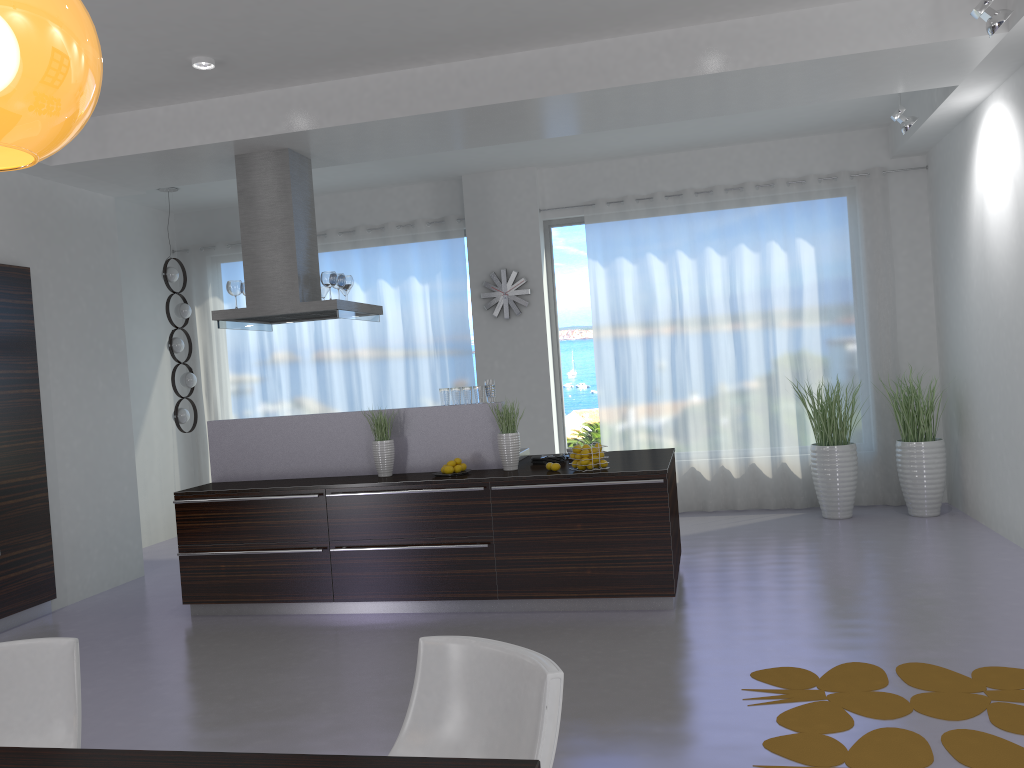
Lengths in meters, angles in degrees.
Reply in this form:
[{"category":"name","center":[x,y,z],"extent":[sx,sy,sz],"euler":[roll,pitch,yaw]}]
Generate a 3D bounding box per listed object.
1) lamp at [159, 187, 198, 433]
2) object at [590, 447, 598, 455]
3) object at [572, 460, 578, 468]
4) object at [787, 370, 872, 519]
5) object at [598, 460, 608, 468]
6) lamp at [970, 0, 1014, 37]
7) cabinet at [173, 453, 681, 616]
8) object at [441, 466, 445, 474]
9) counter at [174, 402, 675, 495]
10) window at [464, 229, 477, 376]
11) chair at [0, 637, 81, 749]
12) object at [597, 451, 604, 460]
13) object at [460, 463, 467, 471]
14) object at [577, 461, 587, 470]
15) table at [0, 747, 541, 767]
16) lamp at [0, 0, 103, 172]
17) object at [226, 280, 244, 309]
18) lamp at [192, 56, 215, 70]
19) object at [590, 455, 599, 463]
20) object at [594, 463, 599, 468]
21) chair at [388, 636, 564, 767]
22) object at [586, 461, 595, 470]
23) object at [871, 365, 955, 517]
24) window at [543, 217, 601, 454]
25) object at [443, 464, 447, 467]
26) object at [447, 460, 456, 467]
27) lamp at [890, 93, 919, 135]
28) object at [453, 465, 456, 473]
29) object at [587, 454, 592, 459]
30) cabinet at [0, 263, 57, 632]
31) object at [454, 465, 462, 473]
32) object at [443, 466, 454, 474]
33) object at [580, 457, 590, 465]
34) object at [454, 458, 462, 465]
[{"category":"lamp","center":[-3.244,-0.706,8.610],"extent":[0.180,2.370,0.367],"euler":[-4,1,6]},{"category":"object","center":[0.511,0.418,5.532],"extent":[0.051,0.053,0.063],"euler":[-4,1,25]},{"category":"object","center":[0.407,0.503,5.603],"extent":[0.060,0.057,0.052],"euler":[-4,1,14]},{"category":"object","center":[2.811,0.519,7.804],"extent":[0.713,1.334,0.656],"euler":[-4,1,13]},{"category":"object","center":[0.570,0.500,5.550],"extent":[0.062,0.052,0.053],"euler":[-5,1,-38]},{"category":"lamp","center":[2.374,-1.981,4.399],"extent":[0.185,0.511,0.150],"euler":[-4,1,12]},{"category":"cabinet","center":[-0.513,1.026,6.253],"extent":[3.285,0.852,1.377],"euler":[-4,1,12]},{"category":"object","center":[-0.437,0.565,5.828],"extent":[0.063,0.051,0.053],"euler":[-4,1,16]},{"category":"counter","center":[-0.525,0.803,6.260],"extent":[3.291,1.300,1.302],"euler":[-4,1,12]},{"category":"window","center":[-1.775,-0.262,9.567],"extent":[3.000,2.500,0.100],"euler":[-4,1,12]},{"category":"chair","center":[-1.459,1.179,2.408],"extent":[0.508,0.805,0.620],"euler":[-4,1,-18]},{"category":"object","center":[0.552,0.450,5.571],"extent":[0.061,0.054,0.053],"euler":[-5,1,-31]},{"category":"object","center":[-0.328,0.549,5.856],"extent":[0.063,0.053,0.051],"euler":[-5,1,-37]},{"category":"object","center":[0.441,0.508,5.552],"extent":[0.064,0.063,0.074],"euler":[-4,1,33]},{"category":"table","center":[-1.036,1.176,1.332],"extent":[2.046,0.783,1.127],"euler":[-4,1,12]},{"category":"lamp","center":[-0.807,-1.131,1.205],"extent":[0.358,1.645,0.359],"euler":[-4,1,23]},{"category":"object","center":[-2.057,-0.656,6.599],"extent":[0.125,0.221,0.125],"euler":[-3,1,37]},{"category":"lamp","center":[-1.854,-1.928,5.328],"extent":[0.132,0.035,0.132],"euler":[-4,1,-15]},{"category":"object","center":[0.514,0.468,5.527],"extent":[0.061,0.055,0.051],"euler":[-4,1,-8]},{"category":"object","center":[0.527,0.504,5.590],"extent":[0.061,0.055,0.050],"euler":[-5,1,-32]},{"category":"chair","center":[-0.195,1.092,2.118],"extent":[0.620,0.805,0.508],"euler":[-5,1,-43]},{"category":"object","center":[0.489,0.506,5.519],"extent":[0.051,0.053,0.063],"euler":[-4,1,20]},{"category":"object","center":[3.461,0.473,7.693],"extent":[0.656,1.334,0.713],"euler":[-4,1,-3]},{"category":"window","center":[1.878,-0.514,8.757],"extent":[3.000,2.500,0.100],"euler":[-4,1,12]},{"category":"object","center":[-0.433,0.560,5.884],"extent":[0.052,0.054,0.061],"euler":[-5,1,-30]},{"category":"object","center":[-0.399,0.525,5.818],"extent":[0.061,0.047,0.053],"euler":[-4,1,16]},{"category":"lamp","center":[2.803,-2.043,6.352],"extent":[0.185,0.511,0.150],"euler":[-4,1,12]},{"category":"object","center":[-0.380,0.558,5.858],"extent":[0.057,0.060,0.071],"euler":[-4,1,14]},{"category":"object","center":[0.494,0.466,5.551],"extent":[0.051,0.053,0.062],"euler":[-4,1,21]},{"category":"cabinet","center":[-4.042,0.481,4.710],"extent":[0.669,2.500,3.600],"euler":[-4,1,12]},{"category":"object","center":[-0.355,0.556,5.806],"extent":[0.061,0.054,0.052],"euler":[-4,1,-10]},{"category":"object","center":[-0.412,0.560,5.775],"extent":[0.070,0.058,0.060],"euler":[-4,1,11]},{"category":"object","center":[0.452,0.481,5.497],"extent":[0.061,0.054,0.052],"euler":[-4,1,-10]},{"category":"object","center":[-0.359,0.511,5.852],"extent":[0.053,0.048,0.063],"euler":[-5,1,-22]}]
